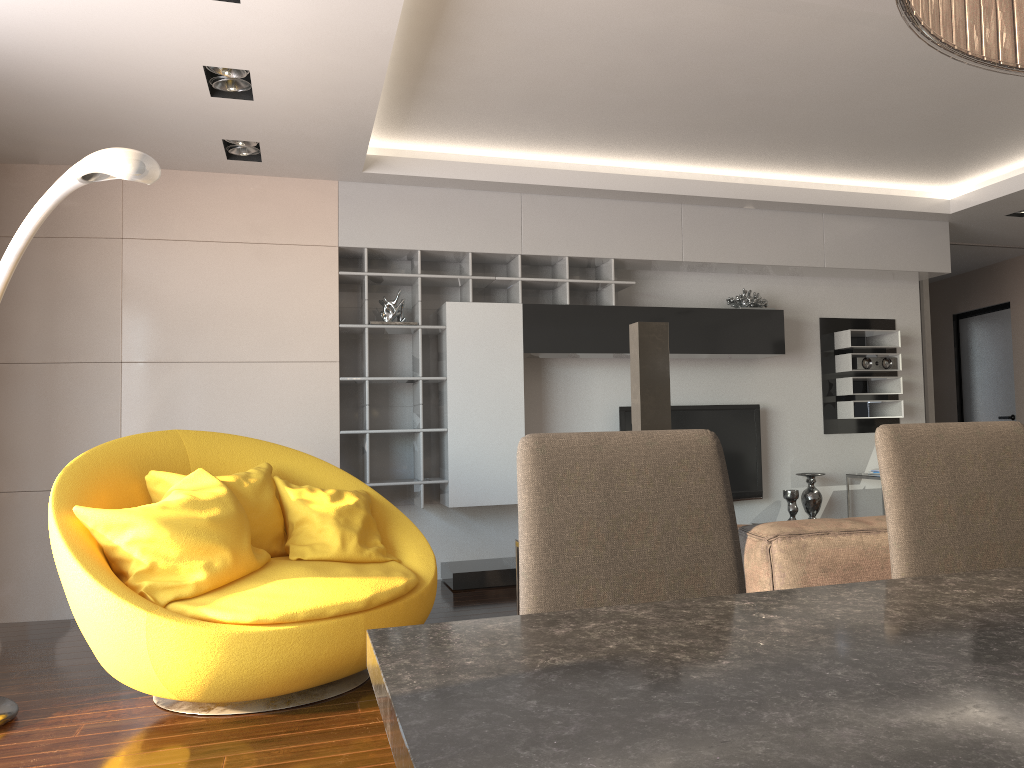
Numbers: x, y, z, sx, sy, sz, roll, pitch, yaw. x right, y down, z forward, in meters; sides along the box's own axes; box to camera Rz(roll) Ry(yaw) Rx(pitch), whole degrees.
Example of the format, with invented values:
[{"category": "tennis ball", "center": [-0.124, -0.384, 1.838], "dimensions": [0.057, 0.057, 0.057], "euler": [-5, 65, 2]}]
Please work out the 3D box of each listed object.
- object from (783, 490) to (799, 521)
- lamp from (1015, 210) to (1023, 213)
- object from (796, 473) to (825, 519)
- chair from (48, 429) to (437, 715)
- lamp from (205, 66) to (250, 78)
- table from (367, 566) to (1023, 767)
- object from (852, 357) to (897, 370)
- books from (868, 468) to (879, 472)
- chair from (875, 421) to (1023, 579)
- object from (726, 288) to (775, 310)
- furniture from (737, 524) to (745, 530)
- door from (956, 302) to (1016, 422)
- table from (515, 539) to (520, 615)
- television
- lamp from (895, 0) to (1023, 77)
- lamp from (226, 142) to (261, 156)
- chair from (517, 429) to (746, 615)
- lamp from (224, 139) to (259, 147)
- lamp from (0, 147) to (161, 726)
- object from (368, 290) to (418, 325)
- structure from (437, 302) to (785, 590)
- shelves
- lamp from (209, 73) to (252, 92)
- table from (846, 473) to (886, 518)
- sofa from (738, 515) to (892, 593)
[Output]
[{"category": "object", "center": [2.020, 0.953, 6.348], "dimensions": [0.128, 0.372, 0.118], "euler": [0, -4, -22]}, {"category": "lamp", "center": [3.856, -1.331, 6.647], "dimensions": [0.181, 0.077, 0.173], "euler": [-1, -3, -10]}, {"category": "object", "center": [2.214, 0.901, 6.499], "dimensions": [0.227, 0.482, 0.211], "euler": [0, -4, -22]}, {"category": "chair", "center": [-0.992, 0.674, 3.507], "dimensions": [1.075, 1.006, 1.600], "euler": [-4, -4, 40]}, {"category": "lamp", "center": [-1.211, -1.355, 3.746], "dimensions": [0.176, 0.077, 0.177], "euler": [-1, -3, 3]}, {"category": "table", "center": [0.752, 0.612, 0.708], "dimensions": [1.655, 0.760, 1.006], "euler": [0, -3, -17]}, {"category": "object", "center": [2.796, -0.156, 6.792], "dimensions": [0.372, 0.094, 0.070], "euler": [0, -3, -19]}, {"category": "books", "center": [2.897, 0.653, 6.678], "dimensions": [0.303, 0.011, 0.265], "euler": [-3, -3, 33]}, {"category": "chair", "center": [0.946, 0.543, 1.468], "dimensions": [0.441, 0.965, 0.554], "euler": [0, -3, -16]}, {"category": "object", "center": [1.724, -0.608, 6.440], "dimensions": [0.333, 0.177, 0.313], "euler": [0, -3, -16]}, {"category": "furniture", "center": [1.067, 0.950, 4.464], "dimensions": [1.114, 0.440, 1.077], "euler": [-1, -3, -6]}, {"category": "door", "center": [4.892, 0.264, 8.983], "dimensions": [0.156, 2.094, 0.987], "euler": [-1, -3, -3]}, {"category": "table", "center": [0.306, 0.841, 3.051], "dimensions": [0.465, 0.563, 0.582], "euler": [0, -3, -16]}, {"category": "television", "center": [1.274, 0.513, 6.330], "dimensions": [1.138, 0.715, 0.139], "euler": [0, -3, -18]}, {"category": "lamp", "center": [0.738, -0.968, 0.791], "dimensions": [0.793, 1.103, 0.815], "euler": [-2, -3, 8]}, {"category": "lamp", "center": [-1.473, -1.294, 4.825], "dimensions": [0.179, 0.077, 0.175], "euler": [-1, -3, -4]}, {"category": "chair", "center": [0.259, 0.548, 1.234], "dimensions": [0.441, 0.965, 0.554], "euler": [0, -3, -16]}, {"category": "lamp", "center": [-1.431, -1.304, 4.656], "dimensions": [0.176, 0.077, 0.177], "euler": [-1, -3, 3]}, {"category": "lamp", "center": [-2.342, 0.331, 3.748], "dimensions": [0.613, 1.780, 4.013], "euler": [1, -4, -36]}, {"category": "object", "center": [-0.756, -0.469, 5.522], "dimensions": [0.294, 0.227, 0.275], "euler": [0, -3, -16]}, {"category": "structure", "center": [0.984, 0.364, 6.064], "dimensions": [2.981, 1.767, 0.464], "euler": [0, -3, -19]}, {"category": "shelves", "center": [-0.133, -0.028, 5.762], "dimensions": [1.986, 1.601, 0.366], "euler": [0, -3, -19]}, {"category": "lamp", "center": [-1.252, -1.346, 3.916], "dimensions": [0.179, 0.077, 0.175], "euler": [-1, -3, -4]}, {"category": "table", "center": [2.920, 0.960, 6.647], "dimensions": [0.620, 0.563, 0.436], "euler": [0, -3, -17]}, {"category": "sofa", "center": [1.876, 0.776, 3.972], "dimensions": [2.524, 0.704, 2.693], "euler": [-1, -3, -6]}]
